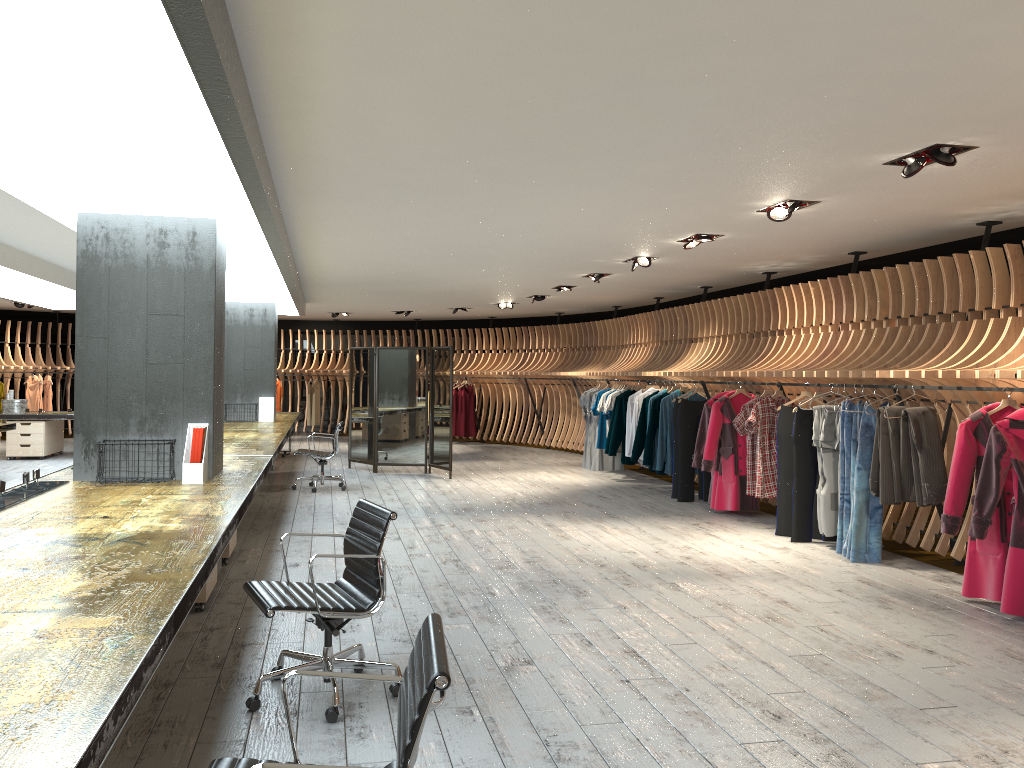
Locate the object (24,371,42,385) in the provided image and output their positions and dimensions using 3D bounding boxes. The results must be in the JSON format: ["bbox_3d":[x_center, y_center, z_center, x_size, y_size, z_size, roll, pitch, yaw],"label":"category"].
[{"bbox_3d":[-9.929,-0.125,18.383,0.525,0.270,0.012,1,0,23],"label":"object"}]

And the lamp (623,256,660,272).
[{"bbox_3d":[1.420,-1.406,9.801,0.269,0.301,0.492,1,0,-12],"label":"lamp"}]

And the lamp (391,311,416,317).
[{"bbox_3d":[-2.230,-1.532,18.300,0.493,0.294,0.269,1,0,33],"label":"lamp"}]

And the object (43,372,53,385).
[{"bbox_3d":[-9.719,-0.124,18.572,0.525,0.270,0.012,1,0,43],"label":"object"}]

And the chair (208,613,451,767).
[{"bbox_3d":[-0.451,1.024,2.039,0.667,0.859,0.693,1,0,-16],"label":"chair"}]

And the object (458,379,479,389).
[{"bbox_3d":[-0.924,-0.018,18.850,0.525,0.270,0.012,0,0,-37],"label":"object"}]

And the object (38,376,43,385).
[{"bbox_3d":[-9.847,-0.125,18.469,0.012,0.270,0.525,1,0,-42],"label":"object"}]

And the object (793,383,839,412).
[{"bbox_3d":[2.803,0.125,8.082,0.525,0.270,0.012,1,0,-12],"label":"object"}]

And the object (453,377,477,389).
[{"bbox_3d":[-0.997,-0.020,18.919,0.525,0.270,0.012,1,0,-12],"label":"object"}]

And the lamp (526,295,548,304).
[{"bbox_3d":[0.429,-1.466,14.482,0.269,0.291,0.493,1,0,-16],"label":"lamp"}]

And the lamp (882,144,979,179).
[{"bbox_3d":[2.408,-1.356,5.119,0.269,0.291,0.492,1,0,-12],"label":"lamp"}]

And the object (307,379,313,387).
[{"bbox_3d":[-4.617,-0.076,20.368,0.012,0.270,0.525,1,0,3],"label":"object"}]

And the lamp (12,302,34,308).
[{"bbox_3d":[-9.399,-1.606,17.146,0.269,0.297,0.492,1,0,38],"label":"lamp"}]

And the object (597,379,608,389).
[{"bbox_3d":[1.457,0.050,14.338,0.525,0.270,0.012,1,0,-22],"label":"object"}]

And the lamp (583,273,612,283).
[{"bbox_3d":[1.091,-1.432,11.361,0.269,0.286,0.492,1,0,-12],"label":"lamp"}]

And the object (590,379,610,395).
[{"bbox_3d":[1.493,0.052,14.206,0.525,0.270,0.012,1,0,3],"label":"object"}]

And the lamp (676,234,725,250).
[{"bbox_3d":[1.749,-1.390,8.240,0.269,0.296,0.492,1,0,-12],"label":"lamp"}]

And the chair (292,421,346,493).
[{"bbox_3d":[-2.466,0.913,11.324,0.667,0.859,0.693,1,0,-16],"label":"chair"}]

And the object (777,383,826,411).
[{"bbox_3d":[2.750,0.122,8.289,0.525,0.270,0.012,1,0,28],"label":"object"}]

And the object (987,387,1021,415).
[{"bbox_3d":[3.284,0.154,5.858,0.525,0.270,0.012,1,0,8],"label":"object"}]

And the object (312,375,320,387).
[{"bbox_3d":[-4.487,-0.074,20.377,0.012,0.270,0.525,1,0,8],"label":"object"}]

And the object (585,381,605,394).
[{"bbox_3d":[1.435,0.049,14.481,0.525,0.270,0.012,1,0,3],"label":"object"}]

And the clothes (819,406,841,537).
[{"bbox_3d":[2.815,0.760,7.771,0.278,1.141,0.172,1,0,-5],"label":"clothes"}]

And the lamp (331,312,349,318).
[{"bbox_3d":[-3.672,-1.557,18.962,0.493,0.292,0.269,1,0,21],"label":"lamp"}]

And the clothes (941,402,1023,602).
[{"bbox_3d":[3.263,0.778,5.832,0.840,1.312,0.321,1,0,7],"label":"clothes"}]

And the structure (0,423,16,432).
[{"bbox_3d":[-6.259,0.917,6.867,1.162,0.844,10.451,1,1,-12],"label":"structure"}]

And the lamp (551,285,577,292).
[{"bbox_3d":[0.761,-1.446,12.922,0.269,0.294,0.492,1,0,-12],"label":"lamp"}]

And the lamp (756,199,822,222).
[{"bbox_3d":[2.079,-1.377,6.680,0.269,0.284,0.492,1,0,-12],"label":"lamp"}]

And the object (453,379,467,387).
[{"bbox_3d":[-1.126,-0.022,19.016,0.525,0.270,0.012,0,0,-37],"label":"object"}]

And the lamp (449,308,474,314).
[{"bbox_3d":[-1.011,-1.509,17.285,0.269,0.292,0.493,1,0,-44],"label":"lamp"}]

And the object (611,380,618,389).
[{"bbox_3d":[1.599,0.067,13.601,0.523,0.289,0.015,1,0,-2],"label":"object"}]

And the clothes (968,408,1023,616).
[{"bbox_3d":[3.324,0.781,5.550,0.840,1.312,0.321,1,0,17],"label":"clothes"}]

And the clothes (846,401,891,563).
[{"bbox_3d":[2.927,0.903,7.239,0.373,1.536,0.312,1,0,-1],"label":"clothes"}]

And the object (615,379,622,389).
[{"bbox_3d":[1.648,0.062,13.502,0.525,0.270,0.012,1,0,-7],"label":"object"}]

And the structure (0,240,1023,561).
[{"bbox_3d":[-2.925,0.126,3.196,14.881,2.440,36.555,1,1,-12],"label":"structure"}]

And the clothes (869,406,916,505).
[{"bbox_3d":[2.995,0.559,6.961,0.278,0.767,0.263,1,0,-5],"label":"clothes"}]

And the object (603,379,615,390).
[{"bbox_3d":[1.548,0.054,14.040,0.525,0.270,0.012,1,0,-27],"label":"object"}]

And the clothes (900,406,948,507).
[{"bbox_3d":[3.151,0.555,6.816,0.336,0.776,0.254,1,0,3],"label":"clothes"}]

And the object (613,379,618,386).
[{"bbox_3d":[1.608,0.059,13.740,0.525,0.270,0.012,1,0,13],"label":"object"}]

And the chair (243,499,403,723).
[{"bbox_3d":[-0.887,1.000,4.070,0.667,0.859,0.693,1,0,-36],"label":"chair"}]

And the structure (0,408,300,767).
[{"bbox_3d":[-4.418,0.937,7.037,4.835,0.844,18.475,1,1,-12],"label":"structure"}]

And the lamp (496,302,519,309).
[{"bbox_3d":[-0.102,-1.489,15.983,0.269,0.287,0.493,1,0,-32],"label":"lamp"}]
